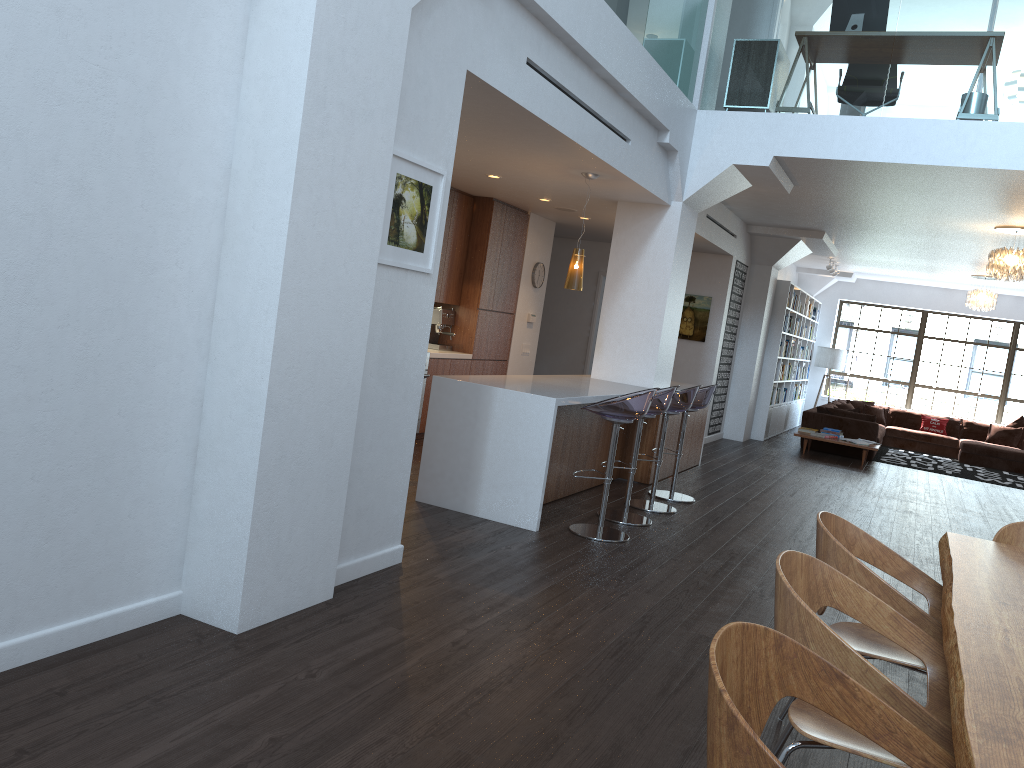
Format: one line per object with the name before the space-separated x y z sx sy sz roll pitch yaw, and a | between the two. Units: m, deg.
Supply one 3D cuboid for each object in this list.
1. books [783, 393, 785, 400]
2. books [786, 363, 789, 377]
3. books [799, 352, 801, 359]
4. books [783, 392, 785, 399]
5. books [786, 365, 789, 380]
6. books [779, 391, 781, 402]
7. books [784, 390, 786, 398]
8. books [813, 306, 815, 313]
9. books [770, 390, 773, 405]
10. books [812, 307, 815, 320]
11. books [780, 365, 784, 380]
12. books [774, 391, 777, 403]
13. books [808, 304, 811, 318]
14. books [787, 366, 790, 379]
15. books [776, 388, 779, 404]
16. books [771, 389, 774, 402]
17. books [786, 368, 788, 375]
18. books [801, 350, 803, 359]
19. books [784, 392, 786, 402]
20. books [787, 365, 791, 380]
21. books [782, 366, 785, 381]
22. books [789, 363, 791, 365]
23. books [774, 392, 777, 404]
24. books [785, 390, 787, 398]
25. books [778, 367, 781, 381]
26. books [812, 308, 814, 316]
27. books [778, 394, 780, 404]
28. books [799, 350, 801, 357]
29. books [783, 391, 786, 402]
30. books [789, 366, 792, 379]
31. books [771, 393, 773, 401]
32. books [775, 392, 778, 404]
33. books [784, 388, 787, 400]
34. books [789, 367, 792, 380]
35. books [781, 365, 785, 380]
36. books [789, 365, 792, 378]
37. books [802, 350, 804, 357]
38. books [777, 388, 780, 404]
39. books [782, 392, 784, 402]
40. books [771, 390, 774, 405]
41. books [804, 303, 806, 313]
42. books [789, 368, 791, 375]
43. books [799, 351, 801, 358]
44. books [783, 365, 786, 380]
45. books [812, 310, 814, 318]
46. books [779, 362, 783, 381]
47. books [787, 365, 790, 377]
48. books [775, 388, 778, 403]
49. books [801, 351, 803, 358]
books | 4.497 0.209 14.873 0.128 0.178 0.021 10 5 24
books | 4.442 -0.218 14.598 0.176 0.290 0.053 10 5 24
books | 5.077 -0.534 15.787 0.107 0.167 0.016 10 5 24
books | 4.485 0.212 14.849 0.126 0.173 0.032 10 5 24
books | 4.458 -0.200 14.639 0.183 0.253 0.034 10 5 24
books | 4.252 0.201 14.344 0.161 0.207 0.135 10 5 24
books | 4.517 0.195 14.932 0.146 0.202 0.027 10 5 24
books | 5.529 -1.333 16.547 0.183 0.253 0.042 10 5 24
books | 3.859 0.194 13.490 0.174 0.240 0.054 10 5 24
books | 5.549 -1.333 16.586 0.183 0.253 0.042 10 5 24
books | 4.220 -0.191 14.132 0.171 0.246 0.057 10 5 24
books | 4.058 0.196 13.933 0.161 0.223 0.033 10 5 24
books | 5.265 -1.324 15.955 0.183 0.253 0.034 10 5 24
books | 4.518 -0.196 14.782 0.174 0.240 0.045 10 5 24
books | 4.146 0.175 14.136 0.180 0.259 0.042 10 5 24
books | 3.898 0.185 13.596 0.183 0.253 0.042 10 5 24
books | 4.428 -0.183 14.561 0.161 0.223 0.026 10 5 24
books | 5.205 -0.538 16.079 0.120 0.167 0.020 10 5 24
books | 4.536 0.196 14.953 0.146 0.202 0.027 10 5 24
books | 4.545 -0.201 14.813 0.183 0.253 0.034 10 5 24
books | 4.271 -0.196 14.236 0.183 0.253 0.034 10 5 24
books | 4.554 -0.221 14.847 0.176 0.290 0.036 10 5 24
books | 4.074 0.205 13.961 0.161 0.223 0.030 10 5 24
books | 4.567 0.194 15.029 0.146 0.202 0.027 10 5 24
books | 4.129 -0.189 13.944 0.171 0.246 0.057 10 5 24
books | 5.494 -1.332 16.467 0.183 0.253 0.042 10 5 24
books | 4.223 0.186 14.295 0.174 0.236 0.142 10 5 24
books | 5.051 -0.534 15.745 0.120 0.167 0.019 10 5 24
books | 4.508 0.201 14.901 0.139 0.191 0.036 10 5 24
books | 4.624 -0.199 15.019 0.174 0.240 0.045 10 5 24
books | 3.893 0.202 13.558 0.161 0.223 0.032 10 5 24
books | 4.117 0.183 14.062 0.171 0.246 0.039 10 5 24
books | 4.601 0.178 15.107 0.140 0.231 0.042 10 5 24
books | 4.647 -0.190 15.047 0.161 0.223 0.026 10 5 24
books | 4.253 -0.196 14.208 0.183 0.253 0.034 10 5 24
books | 4.609 -0.205 14.983 0.183 0.253 0.034 10 5 24
books | 5.232 -0.538 16.122 0.107 0.167 0.017 10 5 24
books | 4.187 0.178 14.212 0.183 0.253 0.042 10 5 24
books | 4.472 0.216 14.801 0.107 0.167 0.017 10 5 24
books | 3.933 0.184 13.671 0.180 0.251 0.048 10 5 24
books | 4.993 -1.300 15.356 0.161 0.223 0.032 10 5 24
books | 4.573 -0.206 14.891 0.180 0.259 0.060 10 5 24
books | 5.067 -0.532 15.766 0.106 0.162 0.030 10 5 24
books | 4.328 -0.198 14.360 0.183 0.253 0.034 10 5 24
books | 5.513 -1.333 16.506 0.183 0.253 0.042 10 5 24
books | 4.165 -0.213 14.018 0.176 0.290 0.053 10 5 24
books | 4.475 -0.200 14.667 0.183 0.253 0.034 10 5 24
books | 4.084 0.178 13.997 0.183 0.253 0.042 10 5 24
books | 5.190 -0.531 16.044 0.110 0.153 0.019 10 5 24
